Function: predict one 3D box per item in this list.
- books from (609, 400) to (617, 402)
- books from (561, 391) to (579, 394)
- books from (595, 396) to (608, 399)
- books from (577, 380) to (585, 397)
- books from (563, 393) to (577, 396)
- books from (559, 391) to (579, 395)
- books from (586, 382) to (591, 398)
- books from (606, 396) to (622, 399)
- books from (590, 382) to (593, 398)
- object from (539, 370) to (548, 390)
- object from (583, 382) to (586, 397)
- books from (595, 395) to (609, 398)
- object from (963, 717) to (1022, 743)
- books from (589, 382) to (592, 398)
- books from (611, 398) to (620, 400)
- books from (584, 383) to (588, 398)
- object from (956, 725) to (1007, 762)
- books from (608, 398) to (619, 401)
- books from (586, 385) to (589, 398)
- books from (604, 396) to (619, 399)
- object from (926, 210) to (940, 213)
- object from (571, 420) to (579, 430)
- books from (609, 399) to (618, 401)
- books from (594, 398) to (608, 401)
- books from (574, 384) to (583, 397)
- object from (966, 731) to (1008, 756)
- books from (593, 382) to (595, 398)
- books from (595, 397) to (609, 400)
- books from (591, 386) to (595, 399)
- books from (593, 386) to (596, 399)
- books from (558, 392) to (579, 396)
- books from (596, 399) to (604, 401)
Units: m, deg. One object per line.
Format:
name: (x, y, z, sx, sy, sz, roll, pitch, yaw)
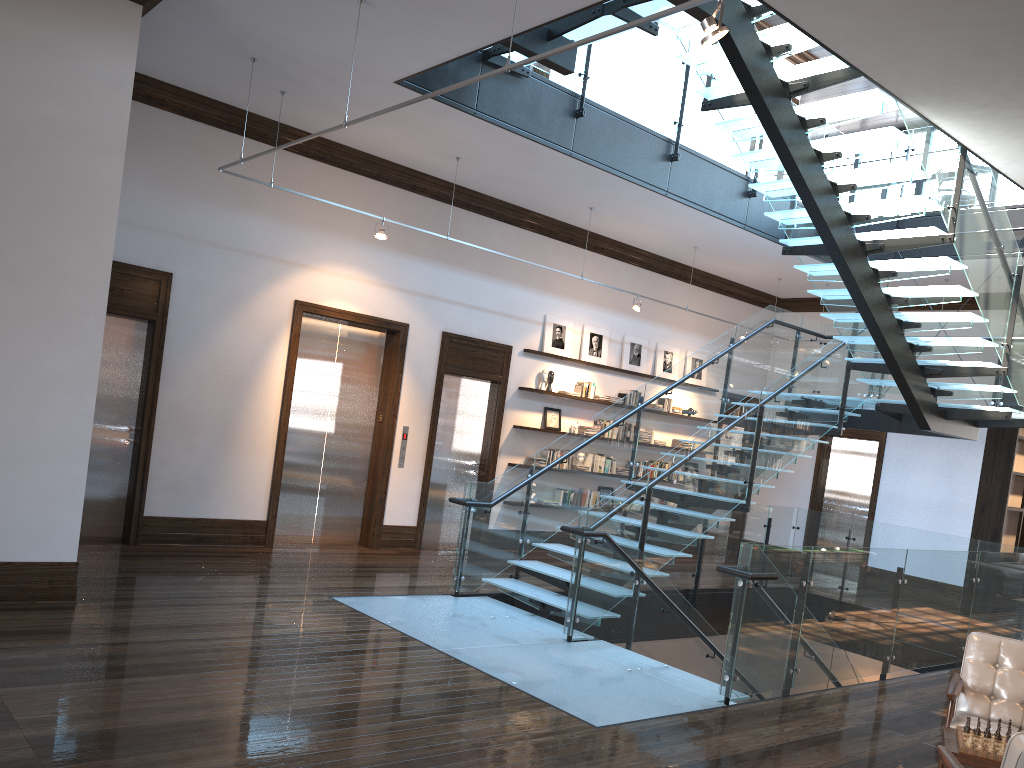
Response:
books: (1.446, 0.245, 12.705, 0.256, 0.011, 0.141, 10, -3, -39)
books: (0.775, 0.114, 12.131, 0.257, 0.011, 0.141, 10, -4, -42)
books: (1.233, 0.189, 12.515, 0.215, 0.014, 0.124, 10, -4, -40)
books: (0.944, 0.066, 12.257, 0.014, 0.229, 0.141, 6, 2, -40)
books: (0.770, 0.146, 12.133, 0.256, 0.011, 0.141, 10, -4, -41)
books: (0.774, 0.125, 12.131, 0.256, 0.011, 0.141, 10, -3, -38)
books: (1.018, 0.084, 12.293, 0.012, 0.217, 0.163, 6, 1, -40)
books: (1.458, 0.192, 12.698, 0.258, 0.011, 0.141, 10, -3, -36)
books: (1.071, 0.089, 12.369, 0.024, 0.229, 0.111, 6, 2, -40)
object: (0.423, -0.050, 11.829, 0.098, 0.289, 0.098, 8, 2, 2)
object: (0.954, 0.079, 12.262, 0.010, 0.207, 0.153, 6, 1, -40)
books: (1.241, 0.177, 12.521, 0.196, 0.013, 0.151, 10, -4, -40)
object: (2.325, 1.631, 4.189, 0.333, 0.101, 0.076, 7, 0, 25)
books: (1.042, 0.083, 12.333, 0.025, 0.229, 0.132, 6, 2, -40)
books: (1.451, 0.213, 12.703, 0.256, 0.011, 0.141, 10, -3, -38)
books: (0.974, 0.086, 12.267, 0.029, 0.198, 0.162, 6, 1, -40)
object: (2.263, 1.680, 4.074, 0.386, 0.029, 0.390, 7, -3, 25)
books: (1.451, 0.224, 12.702, 0.257, 0.011, 0.141, 10, -4, -43)
books: (0.994, 0.100, 12.288, 0.029, 0.177, 0.156, 6, 1, -40)
books: (1.451, 0.202, 12.704, 0.287, 0.011, 0.140, 10, -4, -41)
object: (7.623, -2.490, 16.048, 0.811, 1.868, 0.800, 8, 1, 8)
object: (0.878, 0.593, 12.309, 0.122, 0.187, 0.059, 8, 2, -5)
books: (1.450, 0.235, 12.702, 0.288, 0.011, 0.140, 10, -3, -37)
books: (1.231, 0.218, 12.516, 0.212, 0.015, 0.155, 10, -4, -40)
books: (0.911, 0.088, 12.244, 0.050, 0.176, 0.128, 6, 1, -40)
object: (2.217, 1.605, 3.954, 0.333, 0.101, 0.076, 7, 0, 25)
books: (1.108, 0.094, 12.408, 0.014, 0.233, 0.118, 6, 2, -40)
books: (1.245, 0.205, 12.522, 0.184, 0.014, 0.158, 10, -4, -40)
books: (1.091, 0.118, 12.387, 0.035, 0.178, 0.131, 6, 1, -40)
books: (1.117, 0.121, 12.414, 0.012, 0.182, 0.128, 6, 2, -40)
books: (0.774, 0.136, 12.130, 0.288, 0.011, 0.140, 10, -4, -43)
books: (1.239, 0.230, 12.515, 0.198, 0.008, 0.117, 10, -4, -40)
